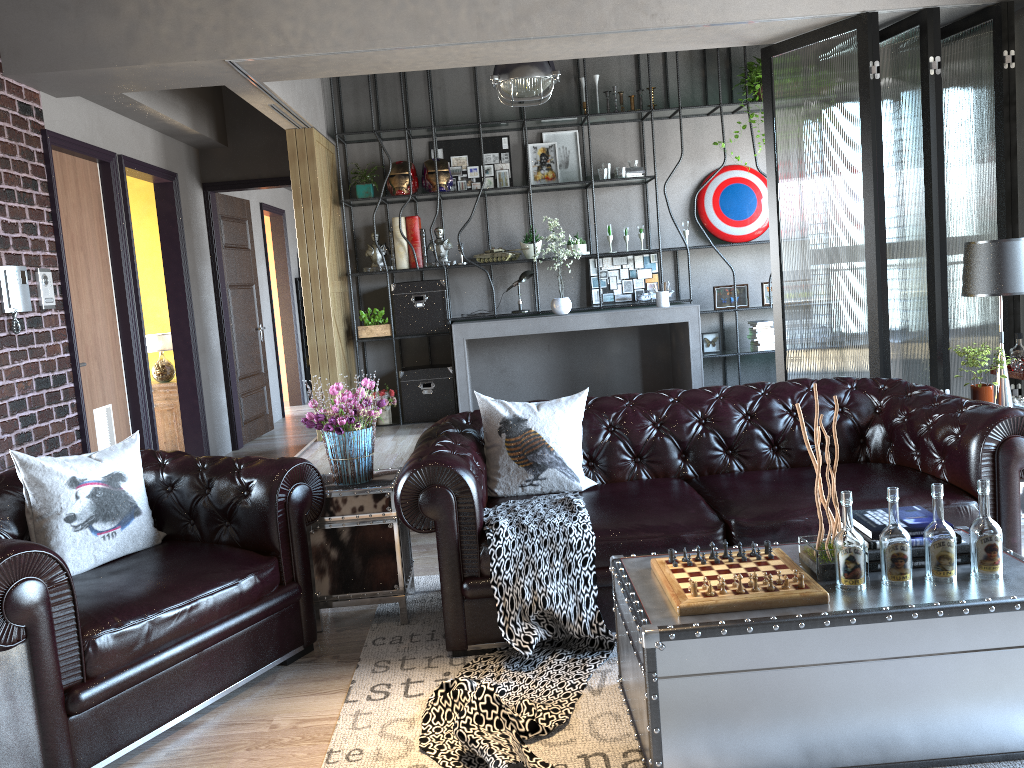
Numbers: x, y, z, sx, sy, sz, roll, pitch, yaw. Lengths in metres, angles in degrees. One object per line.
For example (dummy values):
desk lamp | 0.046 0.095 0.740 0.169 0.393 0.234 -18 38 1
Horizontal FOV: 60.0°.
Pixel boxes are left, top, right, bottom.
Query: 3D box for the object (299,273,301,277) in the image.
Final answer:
object | -2.770 -1.638 12.145 0.343 0.344 0.057 -5 6 -1

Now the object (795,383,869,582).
object | 0.965 0.289 2.710 0.156 0.582 0.185 -5 6 -1

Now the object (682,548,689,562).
object | 0.554 0.544 2.832 0.026 0.044 0.026 1 8 44

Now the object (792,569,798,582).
object | 0.823 0.556 2.578 0.017 0.037 0.017 -5 6 -7

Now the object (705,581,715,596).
object | 0.563 0.579 2.528 0.026 0.044 0.026 1 8 44

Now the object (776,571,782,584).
object | 0.777 0.560 2.577 0.017 0.037 0.017 -5 6 -7

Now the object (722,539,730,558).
object | 0.683 0.525 2.836 0.025 0.058 0.025 -5 6 -7

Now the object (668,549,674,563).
object | 0.509 0.549 2.834 0.019 0.040 0.019 -8 7 -27

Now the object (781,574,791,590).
object | 0.781 0.562 2.531 0.026 0.044 0.026 1 8 44

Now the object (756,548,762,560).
object | 0.776 0.534 2.791 0.017 0.037 0.017 -4 6 6

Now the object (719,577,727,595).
object | 0.602 0.574 2.529 0.022 0.047 0.022 -1 7 31

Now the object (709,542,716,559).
object | 0.641 0.530 2.834 0.025 0.055 0.025 1 8 44

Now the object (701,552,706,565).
object | 0.602 0.548 2.791 0.017 0.037 0.017 -4 6 6

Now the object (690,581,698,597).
object | 0.519 0.584 2.529 0.019 0.040 0.019 -4 6 3

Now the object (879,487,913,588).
object | 1.115 0.444 2.580 0.088 0.290 0.084 -4 6 4

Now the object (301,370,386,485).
object | -0.722 0.189 3.893 0.349 0.483 0.352 -1 7 30

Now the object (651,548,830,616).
object | 0.670 0.592 2.686 0.429 0.036 0.430 -5 7 -1

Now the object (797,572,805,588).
object | 0.825 0.560 2.532 0.019 0.040 0.019 -4 6 3

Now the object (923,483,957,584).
object | 1.245 0.434 2.582 0.088 0.290 0.084 -4 6 4

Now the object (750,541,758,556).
object | 0.774 0.526 2.836 0.026 0.044 0.026 1 8 44

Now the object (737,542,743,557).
object | 0.730 0.527 2.836 0.022 0.047 0.022 1 8 44

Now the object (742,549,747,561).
object | 0.730 0.538 2.790 0.017 0.037 0.017 -4 6 6

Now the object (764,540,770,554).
object | 0.818 0.523 2.840 0.019 0.040 0.019 -8 7 -27

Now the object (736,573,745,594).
object | 0.650 0.567 2.527 0.025 0.055 0.025 1 8 44

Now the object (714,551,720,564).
object | 0.645 0.545 2.791 0.017 0.037 0.017 -4 6 6

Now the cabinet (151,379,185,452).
cabinet | -3.582 0.390 8.002 1.432 0.749 0.409 -5 6 -1

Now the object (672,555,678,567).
object | 0.513 0.555 2.790 0.017 0.037 0.017 -7 6 -20

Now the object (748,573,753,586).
object | 0.693 0.567 2.574 0.017 0.037 0.017 -5 6 -7

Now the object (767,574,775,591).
object | 0.738 0.563 2.530 0.022 0.047 0.022 -1 7 31

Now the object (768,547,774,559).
object | 0.815 0.531 2.794 0.017 0.037 0.017 -3 6 18

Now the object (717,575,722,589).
object | 0.603 0.574 2.575 0.017 0.037 0.017 -5 6 -7

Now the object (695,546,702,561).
object | 0.595 0.538 2.834 0.022 0.047 0.022 1 8 44

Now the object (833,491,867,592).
object | 0.980 0.455 2.578 0.088 0.290 0.084 -4 6 4

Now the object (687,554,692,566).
object | 0.559 0.552 2.789 0.017 0.037 0.017 -4 6 6

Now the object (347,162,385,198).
object | -1.333 -1.820 7.983 0.295 0.339 0.325 2 9 45

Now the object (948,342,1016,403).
object | 2.230 -0.025 4.226 0.270 0.362 0.297 1 9 44

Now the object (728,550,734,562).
object | 0.689 0.541 2.793 0.017 0.037 0.017 -4 6 6

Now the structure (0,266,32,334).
structure | -2.707 -0.462 4.875 0.068 0.370 0.280 -5 6 -1

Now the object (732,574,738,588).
object | 0.647 0.571 2.574 0.017 0.037 0.017 -5 6 -7

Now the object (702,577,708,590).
object | 0.560 0.577 2.575 0.017 0.037 0.017 -5 6 -7

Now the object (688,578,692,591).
object | 0.519 0.581 2.573 0.017 0.037 0.017 -5 6 -7

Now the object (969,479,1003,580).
object | 1.379 0.423 2.584 0.088 0.290 0.084 -4 6 4

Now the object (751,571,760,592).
object | 0.694 0.561 2.530 0.025 0.058 0.025 1 8 44

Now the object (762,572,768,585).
object | 0.736 0.563 2.575 0.017 0.037 0.017 -5 6 -7

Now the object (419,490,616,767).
object | 0.031 0.815 3.144 0.562 0.568 1.702 -2 7 19
